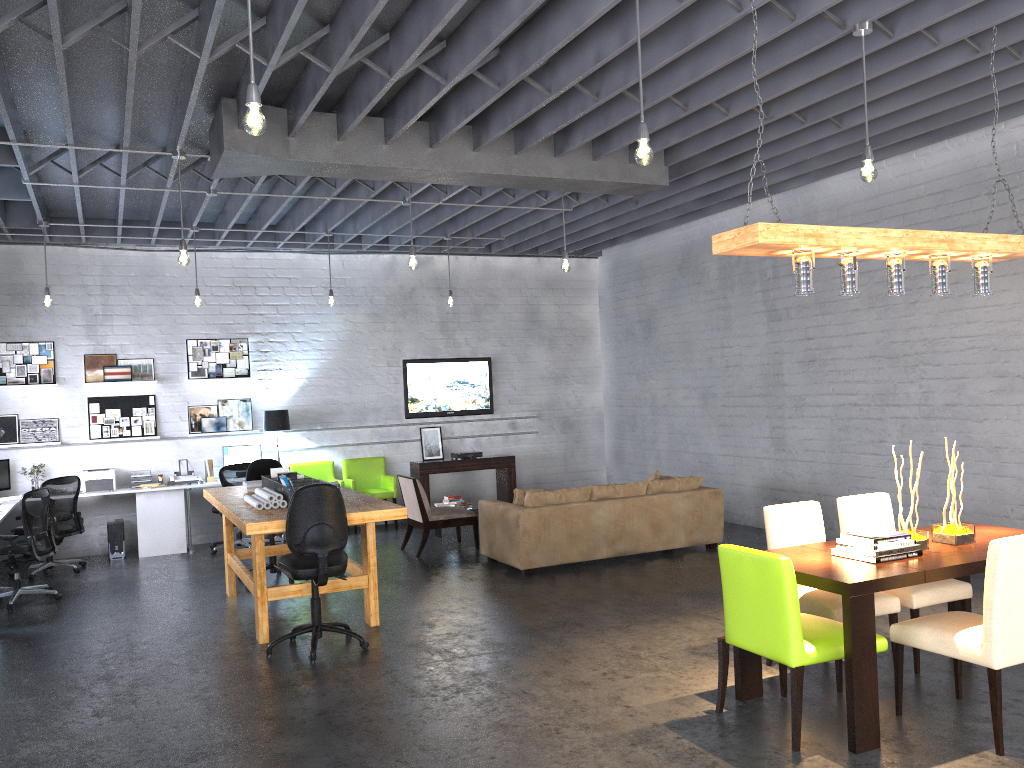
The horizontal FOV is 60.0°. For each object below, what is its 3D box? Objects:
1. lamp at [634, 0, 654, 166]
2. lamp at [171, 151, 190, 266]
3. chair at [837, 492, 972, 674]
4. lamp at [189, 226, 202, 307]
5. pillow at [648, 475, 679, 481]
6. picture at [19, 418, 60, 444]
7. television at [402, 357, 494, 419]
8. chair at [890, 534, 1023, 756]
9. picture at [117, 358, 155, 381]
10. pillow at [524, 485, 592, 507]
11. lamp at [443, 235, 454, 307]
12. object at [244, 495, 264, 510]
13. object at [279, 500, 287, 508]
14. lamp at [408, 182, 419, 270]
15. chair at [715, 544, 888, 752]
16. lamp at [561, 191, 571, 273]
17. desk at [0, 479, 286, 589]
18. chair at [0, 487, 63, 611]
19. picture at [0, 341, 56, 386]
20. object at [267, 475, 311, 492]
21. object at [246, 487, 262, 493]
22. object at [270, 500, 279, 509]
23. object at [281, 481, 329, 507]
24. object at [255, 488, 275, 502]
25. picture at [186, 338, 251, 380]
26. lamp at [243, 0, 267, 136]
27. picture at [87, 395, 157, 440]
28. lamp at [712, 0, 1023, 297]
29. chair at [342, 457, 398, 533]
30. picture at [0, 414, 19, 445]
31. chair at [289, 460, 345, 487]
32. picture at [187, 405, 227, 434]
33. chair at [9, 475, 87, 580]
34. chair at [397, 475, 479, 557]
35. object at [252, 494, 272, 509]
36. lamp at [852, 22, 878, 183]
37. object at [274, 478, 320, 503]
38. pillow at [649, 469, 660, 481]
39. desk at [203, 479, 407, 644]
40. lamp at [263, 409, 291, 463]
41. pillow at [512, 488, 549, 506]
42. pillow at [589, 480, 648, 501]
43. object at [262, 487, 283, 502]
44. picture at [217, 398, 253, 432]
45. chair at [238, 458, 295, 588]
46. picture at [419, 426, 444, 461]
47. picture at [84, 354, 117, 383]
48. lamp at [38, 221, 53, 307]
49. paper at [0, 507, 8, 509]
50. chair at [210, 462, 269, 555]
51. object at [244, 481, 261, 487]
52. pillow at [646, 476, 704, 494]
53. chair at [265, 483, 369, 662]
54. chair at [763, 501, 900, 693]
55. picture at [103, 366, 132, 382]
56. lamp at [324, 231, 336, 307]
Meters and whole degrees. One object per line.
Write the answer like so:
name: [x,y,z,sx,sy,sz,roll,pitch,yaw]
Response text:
lamp: [0.629,-1.511,4.345,0.104,0.878,0.104,-3,1,-7]
lamp: [-2.553,-1.348,6.844,0.104,0.878,0.104,-3,1,-25]
chair: [2.378,1.179,5.426,0.491,0.959,0.615,-3,0,-25]
lamp: [-3.476,-1.283,9.752,0.104,0.878,0.104,-3,1,-25]
pillow: [1.657,1.175,9.586,0.238,0.375,0.749,-3,0,-25]
picture: [-5.476,0.541,10.270,0.409,0.277,0.036,-3,0,-25]
television: [-0.877,0.048,12.367,1.323,0.816,0.021,-3,0,-25]
chair: [2.248,1.176,4.299,0.491,0.959,0.615,-3,0,-25]
picture: [-4.540,-0.166,10.707,0.409,0.277,0.036,-3,0,-25]
pillow: [0.415,1.204,8.628,0.704,0.402,0.291,-3,0,-25]
lamp: [-0.778,-1.396,10.989,0.104,0.878,0.104,-2,1,19]
object: [-1.998,0.913,6.852,0.057,0.058,0.635,-3,0,-25]
object: [-1.843,0.906,6.923,0.058,0.057,0.635,-3,0,-25]
lamp: [-0.869,-1.418,7.616,0.104,0.878,0.104,-3,1,-25]
chair: [1.427,1.252,4.463,0.608,0.909,0.636,-3,0,-25]
lamp: [0.483,-1.474,8.235,0.104,0.878,0.104,-2,1,19]
desk: [-3.879,1.579,9.201,3.573,0.785,3.299,-2,0,-25]
chair: [-4.529,1.477,8.078,0.752,1.031,0.732,-3,0,-21]
picture: [-5.669,-0.233,10.185,0.749,0.503,0.058,-3,0,-25]
object: [-1.852,0.861,7.392,0.316,0.156,0.306,-2,0,-25]
object: [-2.074,0.919,7.832,0.519,0.047,0.047,-2,0,-25]
object: [-1.895,0.908,6.899,0.057,0.058,0.635,-3,0,-25]
object: [-1.596,0.845,6.833,0.316,0.156,0.306,-2,0,-25]
object: [-1.922,0.860,6.887,0.057,0.057,0.635,-3,0,-25]
picture: [-3.672,-0.316,11.100,0.749,0.503,0.058,-3,0,-25]
lamp: [-1.055,-1.441,3.573,0.104,0.878,0.104,-3,1,-7]
picture: [-4.668,0.394,10.636,0.749,0.503,0.058,-3,0,-25]
lamp: [2.041,-1.406,4.843,2.129,1.841,0.367,-3,0,-25]
chair: [-1.868,1.440,11.652,0.611,0.920,0.516,-3,0,-25]
picture: [-5.828,0.523,10.112,0.355,0.343,0.042,-3,0,-25]
chair: [-2.499,1.466,11.363,0.611,0.920,0.516,-3,0,-25]
picture: [-3.789,0.437,11.034,0.452,0.345,0.054,-3,0,-25]
chair: [-4.977,1.508,9.476,0.753,1.031,0.732,-3,0,-1]
chair: [-0.826,1.417,9.844,0.724,0.842,0.575,-3,0,-25]
object: [-1.946,0.911,6.875,0.058,0.057,0.635,-3,0,-25]
lamp: [1.980,-1.568,4.965,0.104,0.878,0.104,-3,1,-4]
object: [-1.724,0.853,7.113,0.316,0.156,0.306,-2,0,-25]
pillow: [1.472,1.139,9.462,0.243,0.423,0.550,-3,0,16]
desk: [-1.822,1.401,7.386,1.114,0.926,2.833,-3,0,-25]
lamp: [-2.958,0.744,11.193,0.333,0.832,0.333,-2,0,27]
pillow: [0.201,1.214,8.763,0.523,0.403,0.319,-3,0,-5]
pillow: [1.029,1.179,8.909,0.666,0.402,0.291,-3,0,-25]
object: [-1.870,0.858,6.911,0.057,0.057,0.635,-3,0,-25]
picture: [-3.488,0.393,11.182,0.409,0.408,0.047,-3,0,-25]
chair: [-2.297,1.313,8.557,0.658,1.165,0.687,-3,0,-26]
picture: [-1.106,0.821,12.236,0.308,0.457,0.092,-3,0,-25]
picture: [-4.892,-0.185,10.549,0.355,0.343,0.042,-3,0,-25]
lamp: [-4.806,-1.228,9.142,0.104,0.878,0.104,-3,1,-25]
paper: [-5.126,1.239,8.848,0.159,0.001,0.115,-2,-1,-36]
chair: [-3.255,1.437,10.434,0.753,1.031,0.731,-2,0,34]
object: [-2.125,0.883,7.938,0.519,0.047,0.046,-2,0,-25]
pillow: [1.625,1.154,9.174,0.663,0.386,0.308,-3,0,-23]
chair: [-1.402,1.253,6.145,0.658,1.165,0.687,-3,0,-26]
chair: [1.845,1.201,5.181,0.491,0.959,0.615,-3,0,-25]
picture: [-4.718,-0.119,10.608,0.311,0.196,0.029,-3,0,-25]
lamp: [-2.129,-1.339,10.369,0.104,0.878,0.104,-3,1,-25]
